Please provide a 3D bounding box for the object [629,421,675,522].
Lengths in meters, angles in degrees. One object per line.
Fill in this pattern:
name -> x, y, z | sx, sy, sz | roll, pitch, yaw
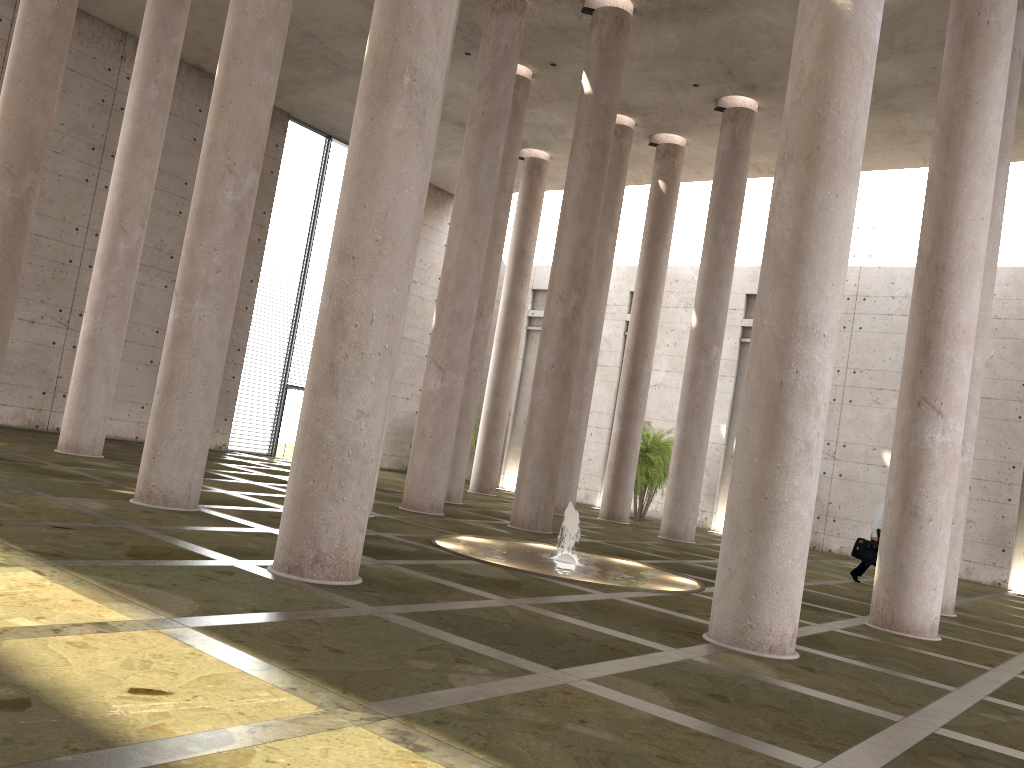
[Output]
object -> 4.013, 2.646, 26.580 | 2.151, 3.126, 2.290 | 8, -4, 21

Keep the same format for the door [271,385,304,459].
door -> -6.942, 1.270, 28.621 | 0.761, 2.300, 2.132 | 8, -4, 18

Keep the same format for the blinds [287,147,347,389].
blinds -> -6.014, -3.683, 29.138 | 0.202, 7.905, 1.676 | 6, -5, 38

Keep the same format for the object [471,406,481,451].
object -> -2.278, 1.895, 31.567 | 2.483, 3.247, 2.333 | 6, -5, 41

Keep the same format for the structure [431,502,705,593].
structure -> 0.817, 2.324, 12.713 | 3.913, 1.279, 3.916 | 9, -4, 10

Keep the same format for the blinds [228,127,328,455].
blinds -> -7.303, -2.879, 27.696 | 0.202, 10.110, 1.676 | 6, -5, 38

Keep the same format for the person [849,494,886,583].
person -> 6.992, 2.945, 17.045 | 0.898, 1.851, 0.001 | 6, -5, 38
